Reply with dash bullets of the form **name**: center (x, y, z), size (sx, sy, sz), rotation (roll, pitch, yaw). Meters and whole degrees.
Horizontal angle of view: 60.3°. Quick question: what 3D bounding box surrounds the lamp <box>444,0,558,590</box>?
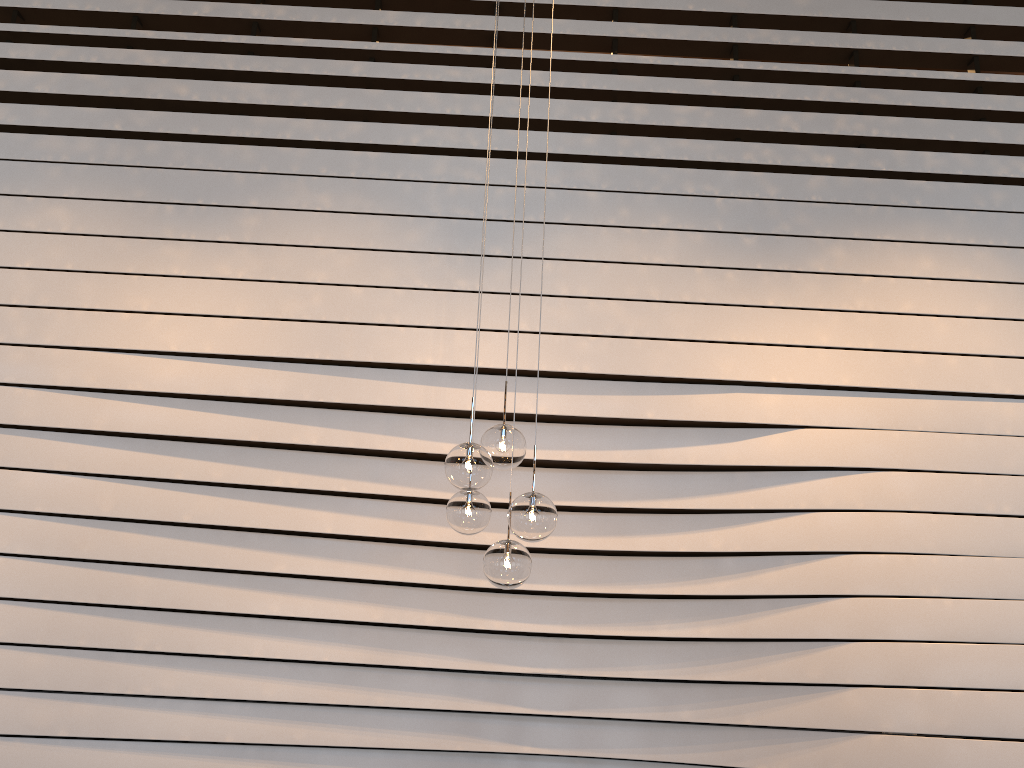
- **lamp**: center (-0.014, -1.516, 3.589), size (0.336, 4.583, 0.542), rotation (14, -19, -37)

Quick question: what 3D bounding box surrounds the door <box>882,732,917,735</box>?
- **door**: center (2.609, 2.613, 5.553), size (0.163, 2.047, 0.999), rotation (3, -16, -1)
